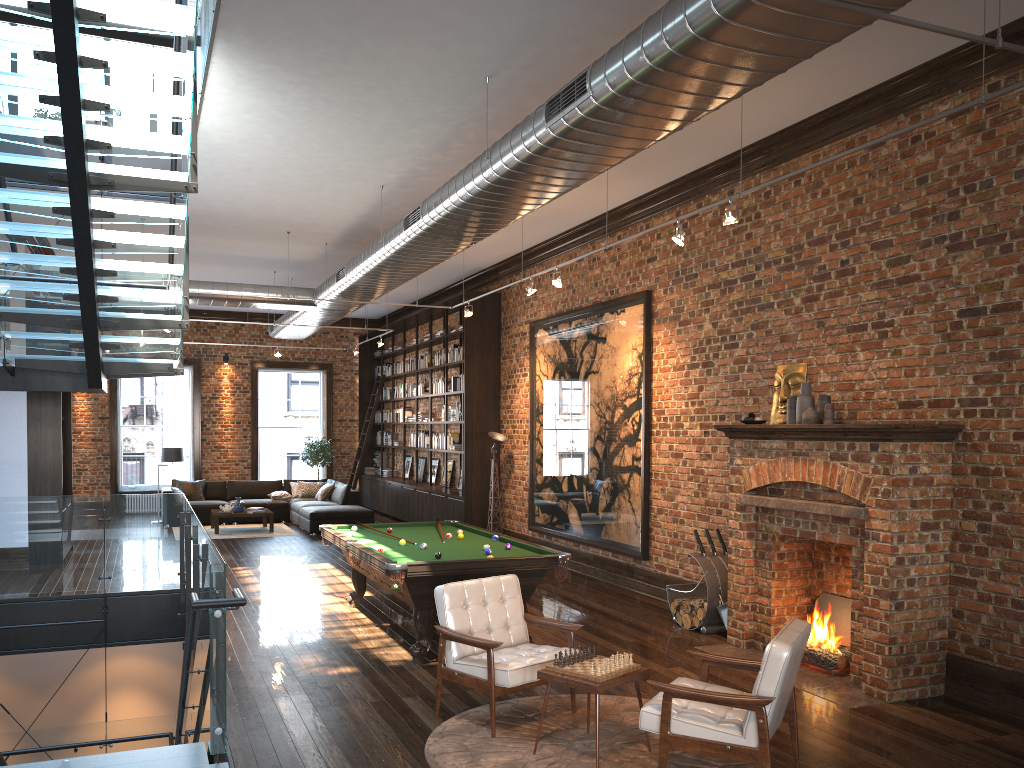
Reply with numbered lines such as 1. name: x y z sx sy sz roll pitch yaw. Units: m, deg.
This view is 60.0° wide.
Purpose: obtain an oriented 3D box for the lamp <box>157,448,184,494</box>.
1. lamp: -6.702 1.970 17.188 0.687 1.469 0.419 0 2 7

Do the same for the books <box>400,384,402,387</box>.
1. books: -2.285 0.152 18.762 0.171 0.316 0.013 0 2 -22

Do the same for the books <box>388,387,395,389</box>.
1. books: -2.663 0.216 19.690 0.190 0.282 0.006 0 2 -22

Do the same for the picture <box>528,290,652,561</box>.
1. picture: 0.890 0.541 11.318 0.080 3.006 3.199 0 0 -23

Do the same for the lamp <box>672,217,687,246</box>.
1. lamp: 1.342 -1.228 7.139 0.113 0.230 0.114 1 1 42

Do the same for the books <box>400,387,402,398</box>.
1. books: -2.274 0.188 18.741 0.181 0.242 0.035 0 2 -22

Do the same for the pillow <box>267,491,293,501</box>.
1. pillow: -4.679 2.261 17.873 0.409 0.204 0.610 1 -3 -25

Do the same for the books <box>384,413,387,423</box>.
1. books: -2.756 0.756 19.862 0.231 0.225 0.024 1 2 -22

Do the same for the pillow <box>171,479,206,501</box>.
1. pillow: -6.375 2.086 17.432 0.701 0.440 0.304 1 0 -22

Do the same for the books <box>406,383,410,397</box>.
1. books: -2.093 0.130 18.304 0.183 0.314 0.013 0 2 -22

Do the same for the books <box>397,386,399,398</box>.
1. books: -2.366 0.178 18.987 0.174 0.286 0.091 0 1 -22

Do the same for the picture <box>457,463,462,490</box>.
1. picture: -0.819 1.597 15.416 0.112 0.499 0.507 0 0 -23

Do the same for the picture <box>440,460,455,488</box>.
1. picture: -1.184 1.640 16.296 0.112 0.499 0.507 0 0 -23

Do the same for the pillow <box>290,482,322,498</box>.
1. pillow: -4.226 2.189 18.283 0.703 0.338 0.269 1 0 -22

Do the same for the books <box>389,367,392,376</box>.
1. books: -2.630 -0.263 19.582 0.173 0.214 0.024 0 2 -22

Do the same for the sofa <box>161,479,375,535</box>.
1. sofa: -4.707 2.286 16.736 3.501 0.805 3.450 1 -3 -22

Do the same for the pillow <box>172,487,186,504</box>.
1. pillow: -6.388 2.139 17.010 0.244 0.306 0.573 0 -2 -22

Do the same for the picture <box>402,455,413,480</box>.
1. picture: -2.216 1.765 18.786 0.112 0.499 0.507 0 0 -23

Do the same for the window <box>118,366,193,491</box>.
1. window: -7.738 0.968 19.278 1.520 2.758 0.154 0 2 -22

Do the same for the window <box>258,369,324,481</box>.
1. window: -5.094 1.041 20.372 1.520 2.758 0.154 0 2 -22

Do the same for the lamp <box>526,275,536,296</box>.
1. lamp: 0.218 -1.092 9.856 0.114 0.230 0.113 -1 1 -43

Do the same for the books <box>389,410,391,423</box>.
1. books: -2.632 0.717 19.615 0.164 0.278 0.013 0 2 -22

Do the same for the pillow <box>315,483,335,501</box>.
1. pillow: -3.754 2.174 17.779 0.314 0.356 0.629 0 -2 -23

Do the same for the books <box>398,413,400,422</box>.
1. books: -2.336 0.717 18.916 0.186 0.208 0.017 0 2 -22

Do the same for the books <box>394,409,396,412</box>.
1. books: -2.479 0.697 19.292 0.161 0.287 0.030 0 2 -22

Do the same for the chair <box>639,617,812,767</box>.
1. chair: 1.119 1.662 4.610 0.741 0.867 0.768 0 0 28

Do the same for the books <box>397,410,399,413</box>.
1. books: -2.375 0.694 19.007 0.177 0.264 0.041 0 2 -22

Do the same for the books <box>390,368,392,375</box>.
1. books: -2.597 -0.254 19.540 0.170 0.195 0.083 0 1 -22

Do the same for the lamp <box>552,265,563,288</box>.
1. lamp: 0.473 -1.123 9.242 0.113 0.230 0.114 0 1 7

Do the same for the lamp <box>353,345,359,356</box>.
1. lamp: -3.144 -0.689 17.940 0.113 0.230 0.114 1 1 17

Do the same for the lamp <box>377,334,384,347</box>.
1. lamp: -2.376 -0.782 16.087 0.114 0.230 0.113 1 1 43

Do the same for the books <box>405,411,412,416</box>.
1. books: -2.160 0.685 18.516 0.147 0.233 0.036 0 2 -22

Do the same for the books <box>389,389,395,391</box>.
1. books: -2.638 0.230 19.623 0.166 0.250 0.079 0 1 -22

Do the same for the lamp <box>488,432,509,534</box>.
1. lamp: -0.222 1.633 13.391 0.425 1.830 0.505 0 2 -17

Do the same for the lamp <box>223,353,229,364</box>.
1. lamp: -6.255 -0.558 19.405 0.126 0.237 0.155 0 1 -22

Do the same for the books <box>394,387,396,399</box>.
1. books: -2.450 0.194 19.202 0.174 0.280 0.128 0 1 -22

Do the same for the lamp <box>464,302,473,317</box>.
1. lamp: -0.575 -0.997 11.762 0.113 0.230 0.114 0 1 -8

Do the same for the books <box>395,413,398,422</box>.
1. books: -2.382 0.722 18.958 0.236 0.203 0.046 1 1 -22

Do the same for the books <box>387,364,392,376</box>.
1. books: -2.667 -0.292 19.652 0.190 0.280 0.017 0 2 -22

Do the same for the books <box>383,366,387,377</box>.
1. books: -2.764 -0.269 19.842 0.235 0.252 0.028 1 2 -22

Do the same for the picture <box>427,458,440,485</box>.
1. picture: -1.518 1.681 17.102 0.112 0.499 0.507 0 0 -23

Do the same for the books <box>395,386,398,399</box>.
1. books: -2.416 0.186 19.093 0.174 0.283 0.113 0 1 -22

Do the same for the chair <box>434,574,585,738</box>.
1. chair: -0.018 1.711 5.682 0.768 0.867 0.741 1 0 -42

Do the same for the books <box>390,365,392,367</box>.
1. books: -2.628 -0.280 19.619 0.129 0.253 0.014 0 2 -22

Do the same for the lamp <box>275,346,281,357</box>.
1. lamp: -4.853 -0.676 18.382 0.114 0.230 0.113 1 1 37

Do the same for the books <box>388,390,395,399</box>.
1. books: -2.637 0.248 19.602 0.185 0.211 0.069 0 1 -22

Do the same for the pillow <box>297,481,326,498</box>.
1. pillow: -4.089 2.157 18.145 0.611 0.362 0.288 1 0 -19

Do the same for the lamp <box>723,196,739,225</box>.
1. lamp: 1.606 -1.268 6.502 0.117 0.213 0.117 1 1 19

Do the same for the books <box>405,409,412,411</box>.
1. books: -2.196 0.660 18.556 0.189 0.288 0.013 0 2 -22

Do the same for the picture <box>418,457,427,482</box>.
1. picture: -1.840 1.719 17.880 0.112 0.499 0.507 0 0 -23

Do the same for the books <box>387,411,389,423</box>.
1. books: -2.706 0.734 19.807 0.180 0.264 0.015 0 2 -22
